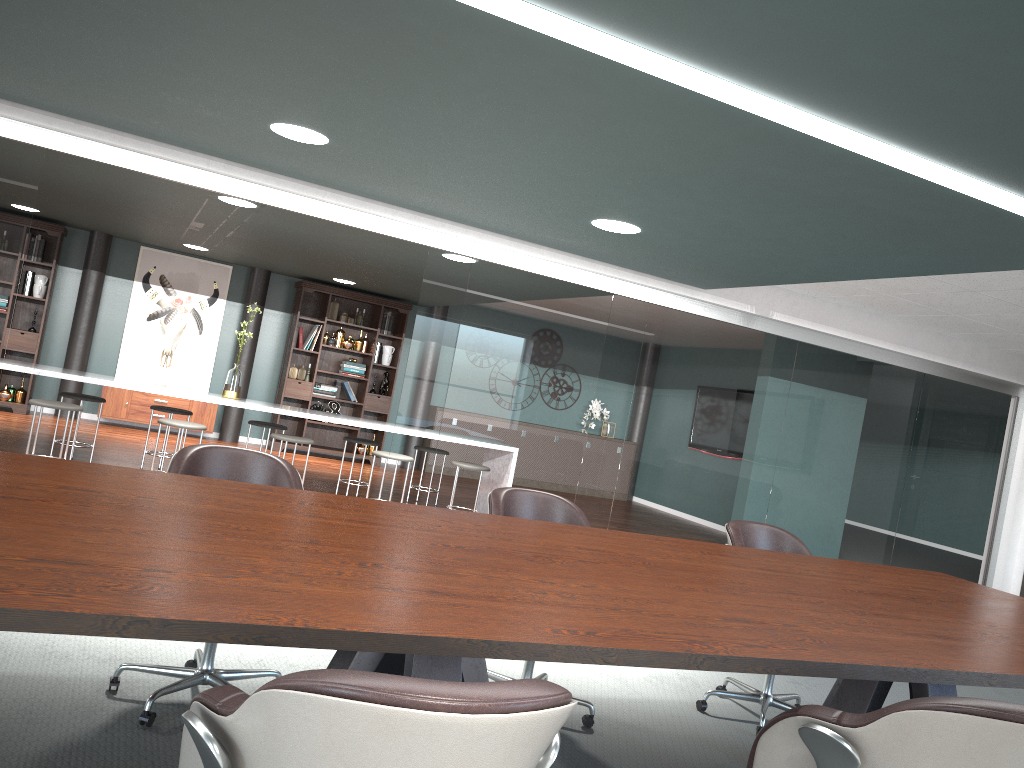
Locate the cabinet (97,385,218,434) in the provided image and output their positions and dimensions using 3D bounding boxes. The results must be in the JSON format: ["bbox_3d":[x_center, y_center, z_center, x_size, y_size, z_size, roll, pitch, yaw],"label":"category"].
[{"bbox_3d":[-3.951,0.262,9.925,1.200,0.379,0.368,11,-1,-24],"label":"cabinet"}]

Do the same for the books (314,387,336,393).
[{"bbox_3d":[-2.243,0.063,10.515,0.268,0.016,0.205,11,-1,-24],"label":"books"}]

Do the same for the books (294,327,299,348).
[{"bbox_3d":[-2.545,-0.549,10.361,0.042,0.248,0.194,11,-1,-24],"label":"books"}]

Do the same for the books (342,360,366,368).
[{"bbox_3d":[-1.903,-0.236,10.672,0.248,0.042,0.194,11,-1,-24],"label":"books"}]

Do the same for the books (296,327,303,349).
[{"bbox_3d":[-2.488,-0.540,10.386,0.084,0.252,0.194,11,-1,-24],"label":"books"}]

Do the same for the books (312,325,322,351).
[{"bbox_3d":[-2.316,-0.543,10.454,0.062,0.322,0.197,11,-1,-24],"label":"books"}]

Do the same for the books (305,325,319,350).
[{"bbox_3d":[-2.358,-0.548,10.440,0.090,0.316,0.197,11,-1,-24],"label":"books"}]

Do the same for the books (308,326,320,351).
[{"bbox_3d":[-2.341,-0.541,10.449,0.063,0.309,0.210,11,-1,-24],"label":"books"}]

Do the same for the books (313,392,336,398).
[{"bbox_3d":[-2.252,0.128,10.516,0.286,0.027,0.184,11,-1,-24],"label":"books"}]

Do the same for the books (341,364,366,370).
[{"bbox_3d":[-1.912,-0.208,10.664,0.268,0.016,0.205,11,-1,-24],"label":"books"}]

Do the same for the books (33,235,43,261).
[{"bbox_3d":[-4.945,-1.410,9.255,0.027,0.286,0.184,11,-1,-24],"label":"books"}]

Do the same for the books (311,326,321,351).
[{"bbox_3d":[-2.327,-0.539,10.454,0.063,0.309,0.210,11,-1,-24],"label":"books"}]

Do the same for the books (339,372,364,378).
[{"bbox_3d":[-1.931,-0.107,10.669,0.268,0.016,0.205,11,-1,-24],"label":"books"}]

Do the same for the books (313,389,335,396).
[{"bbox_3d":[-2.248,0.093,10.515,0.248,0.042,0.194,11,-1,-24],"label":"books"}]

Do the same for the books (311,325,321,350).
[{"bbox_3d":[-2.330,-0.546,10.449,0.062,0.322,0.197,11,-1,-24],"label":"books"}]

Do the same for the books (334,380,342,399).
[{"bbox_3d":[-2.105,0.063,10.652,0.063,0.214,0.139,11,-1,-24],"label":"books"}]

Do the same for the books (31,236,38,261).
[{"bbox_3d":[-4.968,-1.405,9.245,0.016,0.268,0.205,11,-1,-24],"label":"books"}]

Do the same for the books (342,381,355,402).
[{"bbox_3d":[-1.970,0.085,10.639,0.176,0.227,0.194,11,-1,-24],"label":"books"}]

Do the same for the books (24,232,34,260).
[{"bbox_3d":[-5.025,-1.426,9.219,0.027,0.286,0.184,11,-1,-24],"label":"books"}]

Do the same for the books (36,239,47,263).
[{"bbox_3d":[-4.916,-1.384,9.268,0.042,0.248,0.194,11,-1,-24],"label":"books"}]

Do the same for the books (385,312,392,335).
[{"bbox_3d":[-1.529,-0.737,10.794,0.027,0.286,0.184,11,-1,-24],"label":"books"}]

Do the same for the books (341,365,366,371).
[{"bbox_3d":[-1.914,-0.193,10.671,0.268,0.016,0.205,11,-1,-24],"label":"books"}]

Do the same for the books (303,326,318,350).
[{"bbox_3d":[-2.384,-0.543,10.435,0.115,0.296,0.210,11,-1,-24],"label":"books"}]

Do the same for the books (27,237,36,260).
[{"bbox_3d":[-4.996,-1.400,9.232,0.042,0.248,0.194,11,-1,-24],"label":"books"}]

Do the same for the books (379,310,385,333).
[{"bbox_3d":[-1.608,-0.753,10.758,0.027,0.286,0.184,11,-1,-24],"label":"books"}]

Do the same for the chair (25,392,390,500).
[{"bbox_3d":[-2.199,0.549,6.771,4.029,0.512,1.479,11,-1,-24],"label":"chair"}]

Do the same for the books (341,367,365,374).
[{"bbox_3d":[-1.920,-0.164,10.670,0.248,0.042,0.194,11,-1,-24],"label":"books"}]

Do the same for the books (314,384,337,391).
[{"bbox_3d":[-2.216,0.039,10.525,0.248,0.042,0.194,11,-1,-24],"label":"books"}]

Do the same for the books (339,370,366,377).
[{"bbox_3d":[-1.924,-0.128,10.671,0.286,0.027,0.184,11,-1,-24],"label":"books"}]

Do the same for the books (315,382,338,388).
[{"bbox_3d":[-2.221,0.008,10.521,0.268,0.016,0.205,11,-1,-24],"label":"books"}]

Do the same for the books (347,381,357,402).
[{"bbox_3d":[-1.939,0.089,10.654,0.166,0.228,0.205,11,-1,-24],"label":"books"}]

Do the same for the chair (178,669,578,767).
[{"bbox_3d":[-0.218,0.699,1.198,0.535,0.761,0.518,11,-1,-18],"label":"chair"}]

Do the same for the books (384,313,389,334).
[{"bbox_3d":[-1.551,-0.733,10.784,0.016,0.268,0.205,11,-1,-24],"label":"books"}]

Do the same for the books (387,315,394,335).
[{"bbox_3d":[-1.500,-0.711,10.807,0.042,0.248,0.194,11,-1,-24],"label":"books"}]

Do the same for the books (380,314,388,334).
[{"bbox_3d":[-1.580,-0.727,10.771,0.042,0.248,0.194,11,-1,-24],"label":"books"}]

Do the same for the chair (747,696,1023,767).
[{"bbox_3d":[0.736,0.887,1.636,0.533,0.761,0.523,11,-1,-38],"label":"chair"}]
